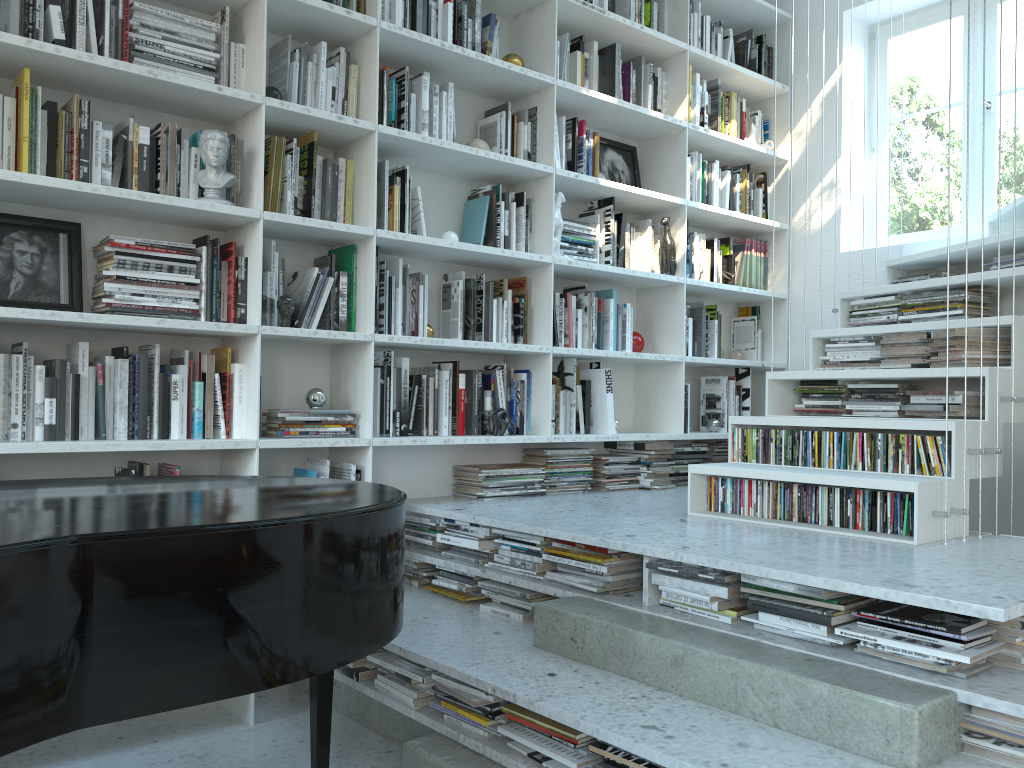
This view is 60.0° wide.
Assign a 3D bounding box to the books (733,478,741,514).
[{"bbox_3d":[0.833,0.398,3.167,0.125,0.125,0.008,2,-1,-39],"label":"books"}]

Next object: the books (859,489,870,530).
[{"bbox_3d":[1.134,0.394,2.801,0.125,0.125,0.010,2,-1,-39],"label":"books"}]

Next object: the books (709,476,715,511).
[{"bbox_3d":[0.766,0.399,3.248,0.125,0.125,0.008,2,-1,-39],"label":"books"}]

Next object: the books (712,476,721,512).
[{"bbox_3d":[0.772,0.399,3.241,0.125,0.125,0.010,2,-1,-39],"label":"books"}]

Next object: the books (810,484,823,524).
[{"bbox_3d":[1.025,0.396,2.934,0.125,0.125,0.008,2,-1,-39],"label":"books"}]

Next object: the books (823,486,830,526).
[{"bbox_3d":[1.055,0.395,2.898,0.125,0.125,0.008,2,-1,-39],"label":"books"}]

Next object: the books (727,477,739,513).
[{"bbox_3d":[0.813,0.399,3.190,0.125,0.125,0.009,2,-1,-39],"label":"books"}]

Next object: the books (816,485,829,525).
[{"bbox_3d":[1.039,0.396,2.916,0.125,0.125,0.010,2,-1,-39],"label":"books"}]

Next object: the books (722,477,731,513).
[{"bbox_3d":[0.802,0.399,3.204,0.125,0.125,0.010,2,-1,-39],"label":"books"}]

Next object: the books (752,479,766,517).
[{"bbox_3d":[0.881,0.398,3.108,0.125,0.125,0.008,2,-1,-39],"label":"books"}]

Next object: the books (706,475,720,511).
[{"bbox_3d":[0.757,0.399,3.260,0.125,0.125,0.007,2,-1,-39],"label":"books"}]

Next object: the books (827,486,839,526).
[{"bbox_3d":[1.064,0.395,2.886,0.125,0.125,0.008,2,-1,-39],"label":"books"}]

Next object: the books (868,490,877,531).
[{"bbox_3d":[1.153,0.394,2.779,0.125,0.125,0.012,2,-1,-39],"label":"books"}]

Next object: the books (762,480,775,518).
[{"bbox_3d":[0.907,0.397,3.078,0.125,0.125,0.008,2,-1,-39],"label":"books"}]

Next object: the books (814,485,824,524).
[{"bbox_3d":[1.035,0.396,2.922,0.125,0.125,0.010,2,-1,-39],"label":"books"}]

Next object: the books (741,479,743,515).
[{"bbox_3d":[0.853,0.398,3.143,0.125,0.125,0.007,2,-1,-39],"label":"books"}]

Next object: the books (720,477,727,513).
[{"bbox_3d":[0.797,0.399,3.210,0.125,0.125,0.008,2,-1,-39],"label":"books"}]

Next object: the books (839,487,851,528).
[{"bbox_3d":[1.091,0.395,2.854,0.125,0.125,0.010,2,-1,-39],"label":"books"}]

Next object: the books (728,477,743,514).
[{"bbox_3d":[0.818,0.399,3.185,0.125,0.125,0.009,2,-1,-39],"label":"books"}]

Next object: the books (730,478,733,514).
[{"bbox_3d":[0.823,0.399,3.178,0.125,0.125,0.007,2,-1,-39],"label":"books"}]

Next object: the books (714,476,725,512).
[{"bbox_3d":[0.778,0.399,3.234,0.125,0.125,0.009,2,-1,-39],"label":"books"}]

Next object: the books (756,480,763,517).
[{"bbox_3d":[0.892,0.398,3.095,0.125,0.125,0.007,2,-1,-39],"label":"books"}]

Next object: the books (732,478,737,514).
[{"bbox_3d":[0.828,0.398,3.173,0.125,0.125,0.008,2,-1,-39],"label":"books"}]

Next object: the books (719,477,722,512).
[{"bbox_3d":[0.793,0.399,3.216,0.125,0.125,0.008,2,-1,-39],"label":"books"}]

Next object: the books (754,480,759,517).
[{"bbox_3d":[0.887,0.398,3.102,0.125,0.125,0.009,2,-1,-39],"label":"books"}]

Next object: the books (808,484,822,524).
[{"bbox_3d":[1.020,0.396,2.940,0.125,0.125,0.007,2,-1,-39],"label":"books"}]

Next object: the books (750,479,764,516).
[{"bbox_3d":[0.876,0.398,3.114,0.125,0.125,0.007,2,-1,-39],"label":"books"}]

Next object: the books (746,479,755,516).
[{"bbox_3d":[0.867,0.398,3.125,0.125,0.125,0.008,2,-1,-39],"label":"books"}]

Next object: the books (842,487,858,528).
[{"bbox_3d":[1.096,0.395,2.847,0.125,0.125,0.012,2,-1,-39],"label":"books"}]

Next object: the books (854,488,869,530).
[{"bbox_3d":[1.123,0.394,2.815,0.125,0.125,0.008,2,-1,-39],"label":"books"}]

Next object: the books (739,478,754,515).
[{"bbox_3d":[0.848,0.398,3.148,0.125,0.125,0.008,2,-1,-39],"label":"books"}]

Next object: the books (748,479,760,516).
[{"bbox_3d":[0.872,0.398,3.120,0.125,0.125,0.008,2,-1,-39],"label":"books"}]

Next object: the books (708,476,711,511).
[{"bbox_3d":[0.762,0.399,3.253,0.125,0.125,0.008,2,-1,-39],"label":"books"}]

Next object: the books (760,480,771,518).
[{"bbox_3d":[0.902,0.397,3.084,0.125,0.125,0.008,2,-1,-39],"label":"books"}]

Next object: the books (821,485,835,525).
[{"bbox_3d":[1.050,0.395,2.904,0.125,0.125,0.008,2,-1,-39],"label":"books"}]

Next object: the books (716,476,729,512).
[{"bbox_3d":[0.783,0.399,3.227,0.125,0.125,0.007,2,-1,-39],"label":"books"}]

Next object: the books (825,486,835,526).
[{"bbox_3d":[1.059,0.395,2.892,0.125,0.125,0.007,2,-1,-39],"label":"books"}]

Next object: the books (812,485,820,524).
[{"bbox_3d":[1.030,0.396,2.928,0.125,0.125,0.008,2,-1,-39],"label":"books"}]

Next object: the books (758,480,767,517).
[{"bbox_3d":[0.897,0.398,3.090,0.125,0.125,0.007,2,-1,-39],"label":"books"}]

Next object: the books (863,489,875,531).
[{"bbox_3d":[1.141,0.394,2.793,0.125,0.125,0.010,2,-1,-39],"label":"books"}]

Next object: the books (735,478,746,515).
[{"bbox_3d":[0.838,0.398,3.161,0.125,0.125,0.008,2,-1,-39],"label":"books"}]

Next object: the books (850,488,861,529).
[{"bbox_3d":[1.113,0.395,2.827,0.125,0.125,0.007,2,-1,-39],"label":"books"}]

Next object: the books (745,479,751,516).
[{"bbox_3d":[0.862,0.398,3.131,0.125,0.125,0.007,2,-1,-39],"label":"books"}]

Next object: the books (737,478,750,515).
[{"bbox_3d":[0.843,0.398,3.155,0.125,0.125,0.008,2,-1,-39],"label":"books"}]

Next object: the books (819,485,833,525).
[{"bbox_3d":[1.045,0.396,2.910,0.125,0.125,0.008,2,-1,-39],"label":"books"}]

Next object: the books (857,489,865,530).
[{"bbox_3d":[1.128,0.394,2.809,0.125,0.125,0.008,2,-1,-39],"label":"books"}]

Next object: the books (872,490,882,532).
[{"bbox_3d":[1.160,0.394,2.770,0.125,0.125,0.010,2,-1,-39],"label":"books"}]

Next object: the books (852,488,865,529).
[{"bbox_3d":[1.118,0.395,2.821,0.125,0.125,0.007,2,-1,-39],"label":"books"}]

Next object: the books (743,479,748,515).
[{"bbox_3d":[0.858,0.398,3.137,0.125,0.125,0.007,2,-1,-39],"label":"books"}]

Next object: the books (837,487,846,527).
[{"bbox_3d":[1.086,0.395,2.860,0.125,0.125,0.008,2,-1,-39],"label":"books"}]

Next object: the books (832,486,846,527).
[{"bbox_3d":[1.075,0.395,2.873,0.125,0.125,0.011,2,-1,-39],"label":"books"}]

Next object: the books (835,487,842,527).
[{"bbox_3d":[1.081,0.395,2.866,0.125,0.125,0.008,2,-1,-39],"label":"books"}]

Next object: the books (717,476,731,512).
[{"bbox_3d":[0.788,0.399,3.221,0.125,0.125,0.007,2,-1,-39],"label":"books"}]

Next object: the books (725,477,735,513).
[{"bbox_3d":[0.808,0.399,3.197,0.125,0.125,0.007,2,-1,-39],"label":"books"}]

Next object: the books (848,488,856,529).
[{"bbox_3d":[1.109,0.395,2.832,0.125,0.125,0.007,2,-1,-39],"label":"books"}]

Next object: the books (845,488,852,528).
[{"bbox_3d":[1.104,0.395,2.839,0.125,0.125,0.008,2,-1,-39],"label":"books"}]

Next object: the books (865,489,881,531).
[{"bbox_3d":[1.146,0.394,2.787,0.125,0.125,0.008,2,-1,-39],"label":"books"}]

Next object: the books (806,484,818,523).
[{"bbox_3d":[1.015,0.396,2.946,0.125,0.125,0.008,2,-1,-39],"label":"books"}]

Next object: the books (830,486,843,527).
[{"bbox_3d":[1.070,0.395,2.879,0.125,0.125,0.011,2,-1,-39],"label":"books"}]
